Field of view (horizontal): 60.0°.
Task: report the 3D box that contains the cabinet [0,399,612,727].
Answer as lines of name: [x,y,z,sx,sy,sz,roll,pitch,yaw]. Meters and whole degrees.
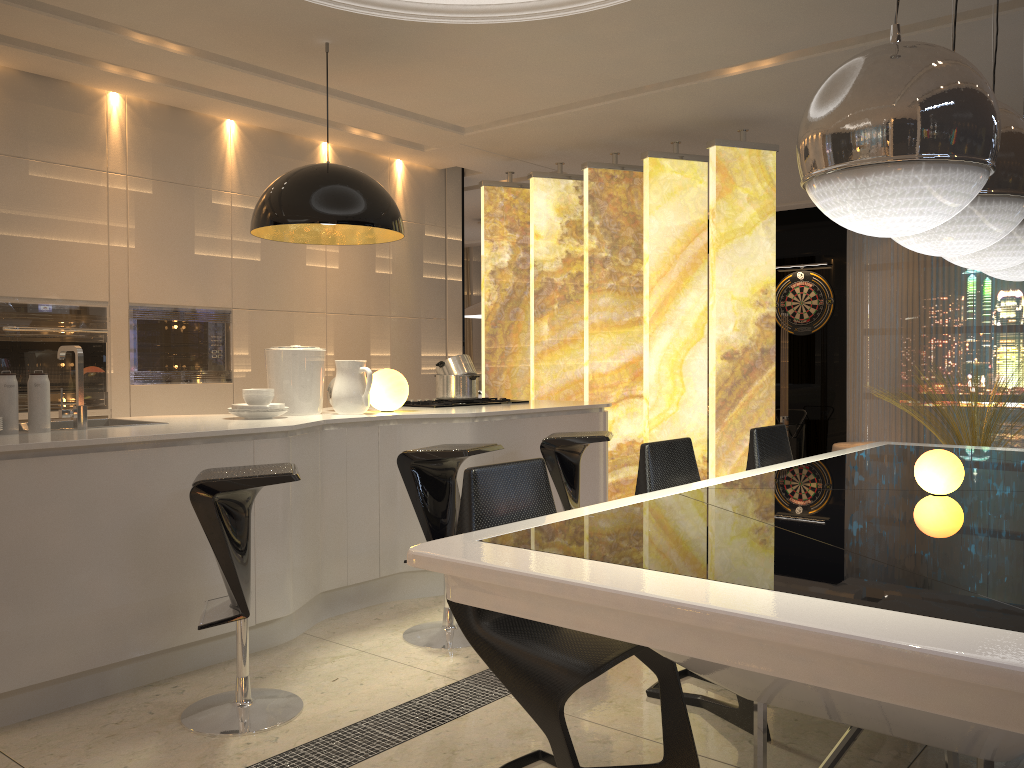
cabinet: [-0.922,0.587,4.215,1.046,0.887,3.752,1,2,40]

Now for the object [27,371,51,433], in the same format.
object: [-1.679,0.062,3.149,0.071,0.219,0.071,0,1,16]

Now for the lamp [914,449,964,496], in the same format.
lamp: [1.176,0.243,2.443,0.125,0.125,0.125,0,1,0]

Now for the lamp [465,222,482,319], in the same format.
lamp: [0.167,-1.194,9.025,1.578,0.995,0.939,1,2,40]

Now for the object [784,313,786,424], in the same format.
object: [2.706,0.103,8.783,0.027,1.605,0.026,-1,1,-12]

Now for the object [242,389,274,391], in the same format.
object: [-1.124,0.049,3.929,0.138,0.051,0.138,0,1,-3]

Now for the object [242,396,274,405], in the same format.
object: [-1.124,0.077,3.930,0.138,0.051,0.138,0,1,-3]

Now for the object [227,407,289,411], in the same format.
object: [-1.123,0.122,3.931,0.264,0.033,0.264,0,1,9]

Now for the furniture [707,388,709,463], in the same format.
furniture: [2.495,0.463,10.357,1.312,0.810,1.107,1,2,40]

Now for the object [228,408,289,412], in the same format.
object: [-1.123,0.128,3.931,0.264,0.033,0.264,0,1,9]

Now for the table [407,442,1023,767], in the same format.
table: [1.232,0.683,2.530,1.293,0.759,3.031,1,2,40]

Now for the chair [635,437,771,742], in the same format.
chair: [0.715,0.626,2.948,0.496,0.858,0.523,1,2,40]

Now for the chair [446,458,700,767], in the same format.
chair: [0.162,0.644,2.281,0.496,0.858,0.523,1,2,40]

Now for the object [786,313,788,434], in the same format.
object: [2.737,0.102,8.820,0.027,1.605,0.026,-1,1,-12]

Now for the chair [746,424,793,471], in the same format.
chair: [1.256,0.608,3.603,0.496,0.858,0.523,1,2,40]

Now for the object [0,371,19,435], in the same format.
object: [-1.747,0.064,3.067,0.071,0.219,0.071,1,2,31]

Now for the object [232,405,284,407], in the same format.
object: [-1.124,0.102,3.931,0.229,0.016,0.229,-1,1,-21]

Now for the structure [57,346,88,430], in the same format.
structure: [-1.662,0.013,3.289,0.177,0.310,0.089,1,2,40]

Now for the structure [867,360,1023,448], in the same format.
structure: [3.857,0.362,7.456,1.275,1.142,1.282,0,1,-4]

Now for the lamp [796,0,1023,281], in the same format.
lamp: [1.286,-0.950,2.473,0.408,1.226,1.827,1,2,40]

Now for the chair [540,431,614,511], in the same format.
chair: [0.299,0.629,4.276,0.380,0.789,0.380,0,1,7]

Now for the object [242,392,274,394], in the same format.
object: [-1.124,0.060,3.930,0.138,0.051,0.138,0,1,-3]

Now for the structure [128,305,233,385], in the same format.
structure: [-2.123,-0.229,5.411,0.446,0.450,0.659,1,2,40]

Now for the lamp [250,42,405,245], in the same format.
lamp: [-0.864,-1.148,4.158,0.710,0.898,0.710,-1,2,-40]

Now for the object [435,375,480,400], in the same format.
object: [-0.323,0.019,5.197,0.253,0.147,0.266,0,1,-7]

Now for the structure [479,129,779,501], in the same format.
structure: [0.708,-0.298,6.085,2.180,2.555,0.448,1,2,40]

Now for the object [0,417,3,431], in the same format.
object: [-1.777,0.145,2.983,0.111,0.062,0.111,-1,2,-29]

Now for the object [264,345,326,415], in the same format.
object: [-1.033,-0.021,4.239,0.288,0.330,0.288,-1,2,-33]

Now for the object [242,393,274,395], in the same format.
object: [-1.124,0.066,3.930,0.138,0.051,0.138,0,1,-3]

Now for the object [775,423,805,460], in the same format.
object: [2.727,0.651,8.819,0.261,0.508,0.325,1,2,40]

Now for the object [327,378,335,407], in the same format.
object: [-0.830,0.049,4.490,0.211,0.174,0.211,0,1,-3]

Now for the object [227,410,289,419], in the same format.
object: [-1.123,0.135,3.932,0.264,0.033,0.264,0,1,9]

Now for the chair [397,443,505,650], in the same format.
chair: [-0.263,0.646,3.660,0.380,0.789,0.380,0,1,22]

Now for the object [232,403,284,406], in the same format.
object: [-1.124,0.097,3.931,0.229,0.016,0.229,-1,1,-21]

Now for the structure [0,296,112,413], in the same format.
structure: [-2.608,-0.155,4.846,0.595,0.597,0.609,1,2,40]

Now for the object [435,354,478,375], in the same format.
object: [-0.331,-0.067,5.198,0.256,0.212,0.249,-1,1,-15]

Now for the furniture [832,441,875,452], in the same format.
furniture: [3.405,0.733,8.373,0.735,0.357,0.735,1,2,42]

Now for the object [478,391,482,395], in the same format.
object: [-0.249,0.103,9.437,0.299,0.057,0.265,0,1,14]

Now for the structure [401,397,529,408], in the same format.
structure: [-0.343,0.105,5.216,0.502,0.026,0.811,1,2,40]

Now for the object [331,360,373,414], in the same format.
object: [-0.753,0.015,4.223,0.211,0.254,0.183,0,1,2]

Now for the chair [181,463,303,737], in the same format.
chair: [-0.871,0.667,2.861,0.380,0.789,0.380,-1,1,-18]

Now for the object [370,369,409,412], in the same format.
object: [-0.621,0.031,4.408,0.212,0.214,0.213,0,1,0]

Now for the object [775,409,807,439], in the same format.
object: [2.785,0.401,8.886,0.330,0.297,0.032,1,2,40]

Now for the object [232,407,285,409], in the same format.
object: [-1.124,0.111,3.931,0.229,0.016,0.229,-1,1,-21]

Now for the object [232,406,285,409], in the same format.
object: [-1.124,0.106,3.931,0.229,0.016,0.229,-1,1,-21]

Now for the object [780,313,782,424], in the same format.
object: [2.645,0.103,8.709,0.027,1.605,0.026,-1,1,-12]

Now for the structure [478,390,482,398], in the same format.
structure: [0.164,0.499,9.050,2.912,0.812,1.659,1,2,40]

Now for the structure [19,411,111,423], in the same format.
structure: [-2.606,0.454,4.860,0.595,0.597,0.609,1,2,40]

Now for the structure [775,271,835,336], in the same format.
structure: [2.998,-0.835,9.160,0.669,0.669,0.048,1,2,40]

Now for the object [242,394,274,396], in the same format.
object: [-1.124,0.072,3.930,0.138,0.051,0.138,0,1,-3]

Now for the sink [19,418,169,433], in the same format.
sink: [-1.806,0.237,3.448,0.485,0.152,0.738,1,2,40]

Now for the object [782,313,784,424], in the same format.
object: [2.676,0.102,8.747,0.027,1.605,0.026,-1,1,-12]
